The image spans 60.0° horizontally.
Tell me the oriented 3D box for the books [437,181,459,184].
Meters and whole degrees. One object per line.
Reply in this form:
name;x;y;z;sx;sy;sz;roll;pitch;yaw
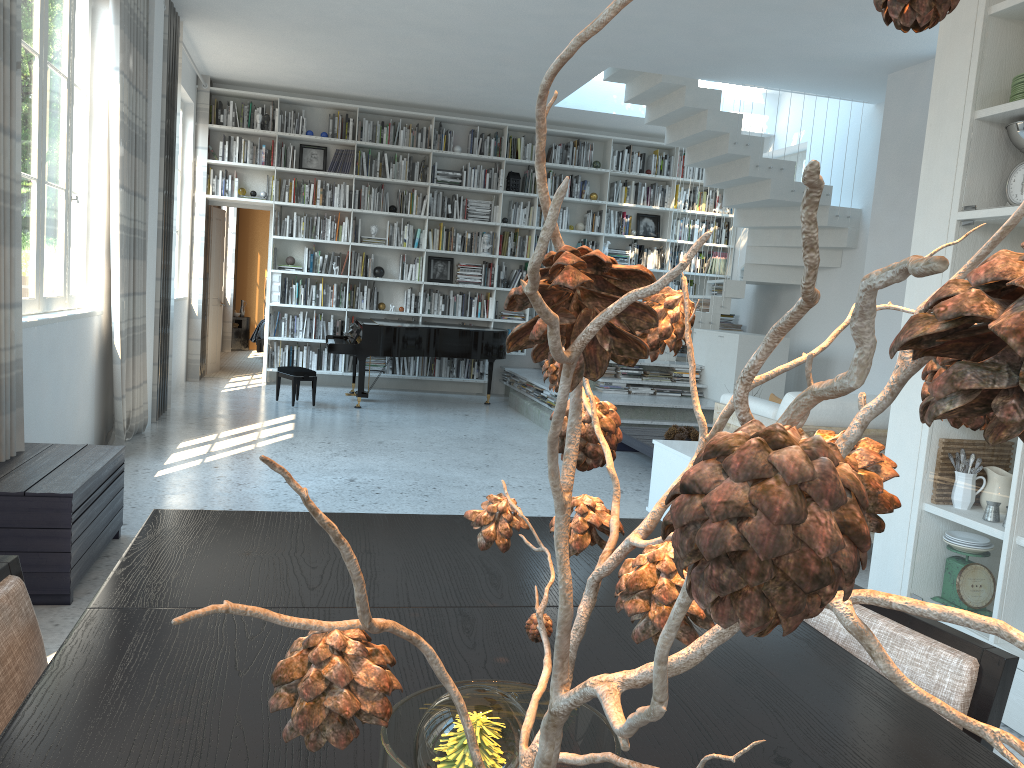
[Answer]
books;-0.738;-2.310;10.198;0.254;0.012;0.160;4;6;-8

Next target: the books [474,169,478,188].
books;-0.434;-2.360;10.258;0.028;0.219;0.183;3;6;-13

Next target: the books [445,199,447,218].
books;-0.770;-2.024;10.230;0.011;0.240;0.147;3;6;-13

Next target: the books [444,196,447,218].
books;-0.781;-2.029;10.225;0.014;0.250;0.172;3;6;-13

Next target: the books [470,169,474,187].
books;-0.472;-2.361;10.247;0.027;0.217;0.190;3;6;-13

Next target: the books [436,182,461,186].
books;-0.740;-2.299;10.203;0.285;0.012;0.159;3;6;-10

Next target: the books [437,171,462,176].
books;-0.730;-2.413;10.193;0.285;0.024;0.159;3;6;-11

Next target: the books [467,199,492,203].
books;-0.391;-2.122;10.308;0.285;0.012;0.159;3;6;-11

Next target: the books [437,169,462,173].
books;-0.729;-2.438;10.195;0.285;0.024;0.159;3;6;-13

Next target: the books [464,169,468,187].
books;-0.544;-2.371;10.257;0.024;0.224;0.128;3;7;-13

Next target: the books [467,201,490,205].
books;-0.394;-2.099;10.315;0.254;0.012;0.160;3;6;-13

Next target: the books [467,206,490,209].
books;-0.396;-2.048;10.317;0.254;0.012;0.160;3;6;-11

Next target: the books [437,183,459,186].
books;-0.741;-2.286;10.203;0.254;0.012;0.160;4;6;-9

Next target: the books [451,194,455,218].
books;-0.688;-2.043;10.252;0.022;0.286;0.130;3;7;-13

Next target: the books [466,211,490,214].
books;-0.401;-1.988;10.323;0.254;0.012;0.160;3;6;-15

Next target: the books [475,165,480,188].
books;-0.409;-2.388;10.281;0.029;0.274;0.140;3;7;-13

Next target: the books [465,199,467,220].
books;-0.547;-2.013;10.264;0.013;0.247;0.176;3;6;-13

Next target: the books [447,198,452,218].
books;-0.730;-2.019;10.233;0.066;0.237;0.153;3;6;-13

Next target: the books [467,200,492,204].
books;-0.390;-2.109;10.303;0.285;0.012;0.159;3;6;-18

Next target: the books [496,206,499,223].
books;-0.189;-1.976;10.378;0.030;0.205;0.158;3;6;-13

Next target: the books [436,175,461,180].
books;-0.733;-2.364;10.191;0.285;0.024;0.159;4;6;-8

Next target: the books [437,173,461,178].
books;-0.731;-2.388;10.191;0.254;0.025;0.160;3;6;-17

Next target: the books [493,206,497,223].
books;-0.217;-1.973;10.366;0.029;0.199;0.171;3;6;-13

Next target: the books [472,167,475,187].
books;-0.455;-2.375;10.262;0.012;0.245;0.131;3;7;-13

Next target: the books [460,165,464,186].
books;-0.580;-2.386;10.222;0.012;0.254;0.160;3;6;-13

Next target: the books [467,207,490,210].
books;-0.397;-2.036;10.316;0.254;0.012;0.160;3;6;-16

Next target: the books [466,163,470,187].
books;-0.516;-2.395;10.218;0.011;0.284;0.190;3;6;-13

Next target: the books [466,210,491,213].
books;-0.401;-2.000;10.325;0.285;0.012;0.159;3;6;-12

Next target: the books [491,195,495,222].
books;-0.233;-2.035;10.357;0.012;0.319;0.139;3;7;-13

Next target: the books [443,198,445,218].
books;-0.796;-2.022;10.227;0.014;0.233;0.147;3;6;-13

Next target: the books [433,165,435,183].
books;-0.906;-2.386;10.154;0.013;0.218;0.141;3;6;-13

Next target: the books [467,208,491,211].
books;-0.398;-2.024;10.317;0.285;0.012;0.159;3;6;-10

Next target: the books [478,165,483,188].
books;-0.379;-2.382;10.267;0.023;0.270;0.184;3;6;-13

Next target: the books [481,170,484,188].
books;-0.357;-2.357;10.267;0.023;0.223;0.190;3;6;-13

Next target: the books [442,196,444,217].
books;-0.808;-2.032;10.222;0.011;0.252;0.152;3;6;-13

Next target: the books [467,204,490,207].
books;-0.393;-2.071;10.308;0.254;0.012;0.160;4;6;-8

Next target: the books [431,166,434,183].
books;-0.924;-2.377;10.137;0.027;0.202;0.167;3;6;-13

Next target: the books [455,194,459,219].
books;-0.638;-2.042;10.260;0.049;0.291;0.162;3;7;-13

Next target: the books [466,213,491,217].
books;-0.402;-1.964;10.324;0.285;0.012;0.159;3;6;-16

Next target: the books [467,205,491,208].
books;-0.396;-2.060;10.318;0.285;0.012;0.159;3;6;-14

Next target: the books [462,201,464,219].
books;-0.585;-2.002;10.279;0.024;0.216;0.132;3;6;-13

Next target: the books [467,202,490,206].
books;-0.394;-2.086;10.312;0.254;0.012;0.160;3;6;-11

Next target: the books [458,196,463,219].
books;-0.602;-2.028;10.256;0.021;0.269;0.191;3;6;-13

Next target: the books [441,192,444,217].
books;-0.816;-2.056;10.215;0.011;0.300;0.179;3;7;-13

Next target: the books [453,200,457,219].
books;-0.667;-2.007;10.255;0.024;0.217;0.147;3;6;-13

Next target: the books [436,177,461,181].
books;-0.737;-2.347;10.200;0.285;0.012;0.159;3;6;-15

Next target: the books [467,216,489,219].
books;-0.406;-1.940;10.333;0.254;0.012;0.160;3;6;-13

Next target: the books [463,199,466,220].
books;-0.563;-2.015;10.273;0.015;0.245;0.182;3;6;-13

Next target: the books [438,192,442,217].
books;-0.837;-2.056;10.218;0.029;0.295;0.151;3;7;-13

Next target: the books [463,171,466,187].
books;-0.563;-2.351;10.226;0.025;0.188;0.193;3;6;-13

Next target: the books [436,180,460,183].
books;-0.738;-2.323;10.200;0.254;0.012;0.160;3;6;-16

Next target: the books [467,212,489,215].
books;-0.402;-1.976;10.325;0.254;0.012;0.160;3;6;-11

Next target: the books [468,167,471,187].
books;-0.505;-2.373;10.240;0.021;0.238;0.171;3;6;-13

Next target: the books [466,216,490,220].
books;-0.406;-1.928;10.333;0.285;0.012;0.159;3;6;-12

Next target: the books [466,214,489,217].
books;-0.404;-1.952;10.330;0.254;0.012;0.160;3;6;-14

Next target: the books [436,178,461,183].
books;-0.737;-2.335;10.199;0.285;0.012;0.159;3;6;-16

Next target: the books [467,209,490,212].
books;-0.400;-2.012;10.323;0.254;0.012;0.160;3;6;-12

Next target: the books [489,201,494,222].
books;-0.244;-2.001;10.343;0.012;0.254;0.160;3;6;-13
